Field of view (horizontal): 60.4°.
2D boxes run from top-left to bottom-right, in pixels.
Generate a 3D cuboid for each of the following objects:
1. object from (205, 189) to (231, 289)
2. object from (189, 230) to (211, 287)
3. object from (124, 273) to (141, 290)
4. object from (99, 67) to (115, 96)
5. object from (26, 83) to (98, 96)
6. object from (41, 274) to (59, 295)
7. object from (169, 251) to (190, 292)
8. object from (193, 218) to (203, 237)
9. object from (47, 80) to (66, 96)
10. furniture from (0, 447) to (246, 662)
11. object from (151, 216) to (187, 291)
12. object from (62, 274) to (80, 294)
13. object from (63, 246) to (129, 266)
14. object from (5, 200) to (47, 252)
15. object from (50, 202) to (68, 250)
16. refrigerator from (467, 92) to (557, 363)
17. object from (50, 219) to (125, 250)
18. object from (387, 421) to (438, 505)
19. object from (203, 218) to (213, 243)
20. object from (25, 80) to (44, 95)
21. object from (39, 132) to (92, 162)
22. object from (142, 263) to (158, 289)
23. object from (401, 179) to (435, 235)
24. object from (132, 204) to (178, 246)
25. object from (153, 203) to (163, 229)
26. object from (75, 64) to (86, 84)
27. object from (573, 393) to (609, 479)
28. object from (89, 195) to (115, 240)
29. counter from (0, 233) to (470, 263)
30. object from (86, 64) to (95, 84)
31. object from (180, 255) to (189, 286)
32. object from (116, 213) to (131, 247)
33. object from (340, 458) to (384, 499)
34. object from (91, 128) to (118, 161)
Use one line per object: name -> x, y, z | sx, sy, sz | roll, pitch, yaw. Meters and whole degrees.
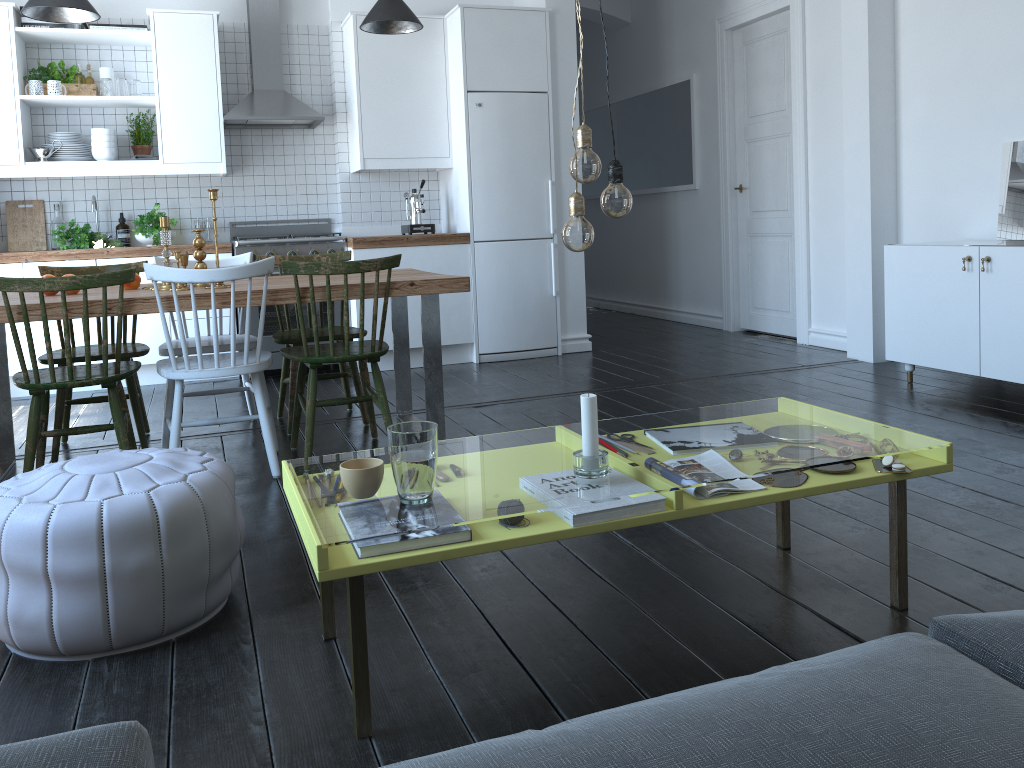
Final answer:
object -> -1.218, -0.596, 3.624 | 0.114, 0.407, 0.114 | 0, 5, 32
object -> -1.358, -0.547, 3.834 | 0.101, 0.245, 0.101 | -2, 5, 4
object -> -1.656, -0.448, 3.818 | 0.089, 0.083, 0.085 | -3, 7, -7
object -> -2.638, -1.946, 5.742 | 0.085, 0.220, 0.085 | -3, 5, -13
object -> -2.870, -1.859, 5.637 | 0.394, 0.102, 0.154 | -6, 9, -20
object -> -1.915, -0.409, 3.641 | 0.088, 0.089, 0.084 | -6, 8, -29
object -> -1.353, -0.458, 3.573 | 0.080, 0.159, 0.081 | 0, 6, 27
object -> -2.142, -1.046, 6.018 | 0.059, 0.171, 0.059 | -3, 4, -6
object -> -2.826, -1.829, 5.470 | 0.109, 0.099, 0.083 | -7, 8, -30
furniture -> -0.989, 0.390, 2.207 | 0.612, 0.415, 0.620 | -6, 9, -25
object -> -1.456, -0.552, 3.714 | 0.140, 0.308, 0.142 | 0, 5, 22
object -> -1.832, -0.413, 3.652 | 0.083, 0.087, 0.092 | -2, 7, 6
object -> -2.642, -0.809, 5.598 | 0.373, 0.110, 0.357 | -6, 10, -20
object -> -3.137, -1.021, 5.686 | 0.221, 0.327, 0.041 | -4, 4, -20
object -> -2.950, -1.029, 5.721 | 0.098, 0.315, 0.098 | -4, 5, -20
refrigerator -> -0.086, -1.106, 6.237 | 0.578, 1.786, 0.686 | -4, 5, -20
object -> -2.649, -0.884, 5.522 | 0.284, 0.304, 0.473 | 4, 10, 43
object -> -0.189, 0.154, 1.705 | 0.097, 0.145, 0.098 | 1, 7, 31
object -> -2.077, -1.049, 6.019 | 0.059, 0.171, 0.059 | -3, 4, -6
object -> -2.947, -1.819, 5.443 | 0.109, 0.099, 0.083 | 4, 9, 39
object -> -2.851, -1.500, 5.621 | 0.301, 0.193, 0.309 | -5, 9, -18
object -> -1.549, -0.468, 3.812 | 0.103, 0.113, 0.103 | -7, 8, -34
object -> -0.641, -1.215, 6.068 | 0.206, 0.366, 0.356 | -4, 7, -20
object -> -2.304, -1.022, 5.665 | 0.273, 0.266, 0.340 | -6, 9, -29
object -> -2.362, -1.068, 5.886 | 0.066, 0.280, 0.067 | -4, 4, -25
object -> -2.770, -1.938, 5.656 | 0.060, 0.223, 0.060 | -5, 5, -37
object -> 0.162, 0.104, 1.829 | 0.074, 0.172, 0.075 | -1, 5, 15
object -> -2.674, -1.050, 5.730 | 0.190, 0.350, 0.275 | -7, 8, -43
counter -> -1.875, -0.879, 5.727 | 3.108, 0.073, 0.855 | -6, 11, -20
object -> -2.738, -1.954, 5.713 | 0.056, 0.232, 0.056 | -4, 4, -17
object -> -1.441, -0.497, 3.879 | 0.049, 0.138, 0.050 | -4, 5, -20
object -> -2.586, -1.023, 5.850 | 0.085, 0.229, 0.086 | 1, 5, 35
object -> -0.297, 0.191, 1.750 | 0.087, 0.066, 0.088 | -1, 8, 8
object -> -2.614, -1.526, 5.650 | 0.150, 0.214, 0.312 | -5, 8, -22
